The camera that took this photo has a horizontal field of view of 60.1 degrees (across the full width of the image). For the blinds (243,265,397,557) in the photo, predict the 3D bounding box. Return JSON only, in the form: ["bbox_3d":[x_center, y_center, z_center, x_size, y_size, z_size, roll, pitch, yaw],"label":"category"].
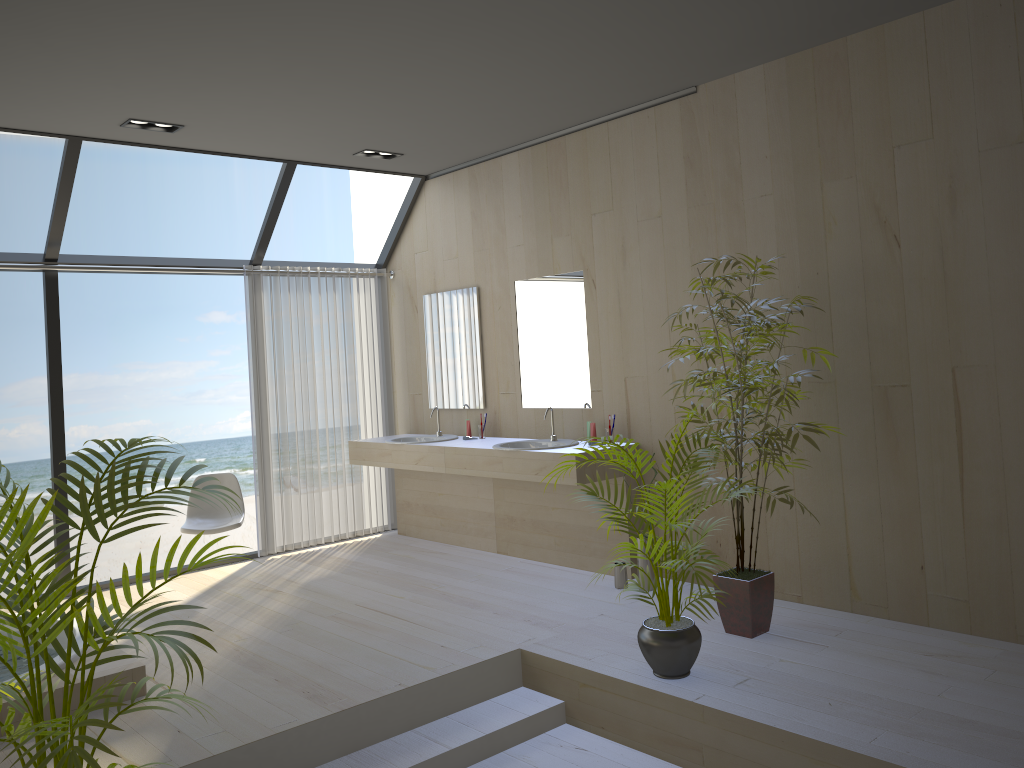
[{"bbox_3d":[-1.417,0.149,6.686,1.184,2.074,0.084,-3,-2,-41],"label":"blinds"}]

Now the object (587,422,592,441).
[{"bbox_3d":[0.479,0.298,5.439,0.039,0.135,0.039,-3,-2,0],"label":"object"}]

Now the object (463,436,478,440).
[{"bbox_3d":[-0.291,0.374,6.149,0.104,0.029,0.032,-3,0,-1],"label":"object"}]

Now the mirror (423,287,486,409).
[{"bbox_3d":[-0.436,-0.254,6.551,0.023,0.870,0.652,-2,-2,-41],"label":"mirror"}]

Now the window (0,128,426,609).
[{"bbox_3d":[-2.524,-0.094,5.482,4.567,2.818,0.743,-4,-1,-41],"label":"window"}]

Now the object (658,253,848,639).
[{"bbox_3d":[1.087,0.266,4.130,0.787,1.759,0.933,-3,-1,-16],"label":"object"}]

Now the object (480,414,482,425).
[{"bbox_3d":[-0.211,0.294,6.166,0.012,0.178,0.050,-3,-2,-2],"label":"object"}]

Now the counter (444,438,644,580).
[{"bbox_3d":[0.182,0.775,5.515,0.551,0.792,1.202,-3,0,-41],"label":"counter"}]

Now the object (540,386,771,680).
[{"bbox_3d":[0.570,0.600,3.595,0.916,1.159,0.750,-3,-1,-8],"label":"object"}]

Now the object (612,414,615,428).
[{"bbox_3d":[0.598,0.271,5.296,0.054,0.175,0.012,-3,-2,-16],"label":"object"}]

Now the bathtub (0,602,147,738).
[{"bbox_3d":[-2.763,1.327,3.737,1.824,0.699,1.643,-4,1,-41],"label":"bathtub"}]

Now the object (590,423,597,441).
[{"bbox_3d":[0.490,0.301,5.326,0.039,0.135,0.039,-3,-2,0],"label":"object"}]

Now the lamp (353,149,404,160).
[{"bbox_3d":[-0.907,-1.602,5.989,0.301,0.112,0.163,-4,1,-41],"label":"lamp"}]

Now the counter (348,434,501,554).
[{"bbox_3d":[-0.613,0.797,6.419,0.551,0.792,1.202,-3,0,-41],"label":"counter"}]

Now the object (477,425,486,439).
[{"bbox_3d":[-0.210,0.336,6.194,0.058,0.100,0.058,-3,-1,-35],"label":"object"}]

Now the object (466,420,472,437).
[{"bbox_3d":[-0.305,0.323,6.230,0.039,0.135,0.039,-4,-2,7],"label":"object"}]

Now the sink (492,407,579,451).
[{"bbox_3d":[0.144,0.363,5.472,0.505,0.420,0.572,-4,0,-38],"label":"sink"}]

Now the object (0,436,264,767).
[{"bbox_3d":[-1.109,0.650,2.238,0.871,1.347,1.066,-4,-1,37],"label":"object"}]

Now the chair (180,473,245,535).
[{"bbox_3d":[-1.930,0.775,5.719,0.369,0.348,0.453,-3,0,-13],"label":"chair"}]

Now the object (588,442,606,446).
[{"bbox_3d":[0.504,0.351,5.245,0.104,0.029,0.032,-3,0,-1],"label":"object"}]

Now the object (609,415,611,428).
[{"bbox_3d":[0.584,0.272,5.262,0.012,0.178,0.050,-3,-2,-2],"label":"object"}]

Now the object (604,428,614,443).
[{"bbox_3d":[0.585,0.313,5.290,0.058,0.100,0.058,-3,-1,-31],"label":"object"}]

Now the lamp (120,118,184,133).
[{"bbox_3d":[-2.032,-1.507,4.996,0.301,0.112,0.163,-4,1,-41],"label":"lamp"}]

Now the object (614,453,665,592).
[{"bbox_3d":[0.755,0.770,5.038,0.273,0.750,0.407,-5,-1,37],"label":"object"}]

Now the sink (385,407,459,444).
[{"bbox_3d":[-0.651,0.385,6.376,0.505,0.420,0.572,-4,0,-38],"label":"sink"}]

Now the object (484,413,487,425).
[{"bbox_3d":[-0.197,0.294,6.200,0.054,0.175,0.012,-3,-2,-16],"label":"object"}]

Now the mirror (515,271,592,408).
[{"bbox_3d":[0.268,-0.275,5.793,0.023,0.870,0.652,-2,-2,-41],"label":"mirror"}]
